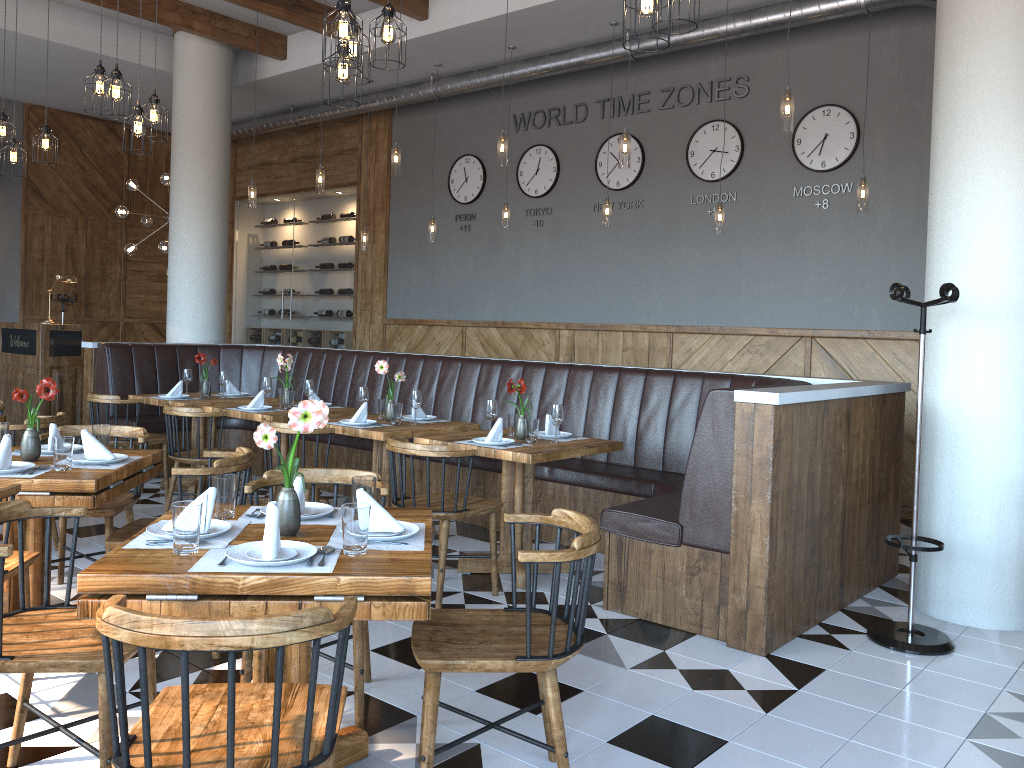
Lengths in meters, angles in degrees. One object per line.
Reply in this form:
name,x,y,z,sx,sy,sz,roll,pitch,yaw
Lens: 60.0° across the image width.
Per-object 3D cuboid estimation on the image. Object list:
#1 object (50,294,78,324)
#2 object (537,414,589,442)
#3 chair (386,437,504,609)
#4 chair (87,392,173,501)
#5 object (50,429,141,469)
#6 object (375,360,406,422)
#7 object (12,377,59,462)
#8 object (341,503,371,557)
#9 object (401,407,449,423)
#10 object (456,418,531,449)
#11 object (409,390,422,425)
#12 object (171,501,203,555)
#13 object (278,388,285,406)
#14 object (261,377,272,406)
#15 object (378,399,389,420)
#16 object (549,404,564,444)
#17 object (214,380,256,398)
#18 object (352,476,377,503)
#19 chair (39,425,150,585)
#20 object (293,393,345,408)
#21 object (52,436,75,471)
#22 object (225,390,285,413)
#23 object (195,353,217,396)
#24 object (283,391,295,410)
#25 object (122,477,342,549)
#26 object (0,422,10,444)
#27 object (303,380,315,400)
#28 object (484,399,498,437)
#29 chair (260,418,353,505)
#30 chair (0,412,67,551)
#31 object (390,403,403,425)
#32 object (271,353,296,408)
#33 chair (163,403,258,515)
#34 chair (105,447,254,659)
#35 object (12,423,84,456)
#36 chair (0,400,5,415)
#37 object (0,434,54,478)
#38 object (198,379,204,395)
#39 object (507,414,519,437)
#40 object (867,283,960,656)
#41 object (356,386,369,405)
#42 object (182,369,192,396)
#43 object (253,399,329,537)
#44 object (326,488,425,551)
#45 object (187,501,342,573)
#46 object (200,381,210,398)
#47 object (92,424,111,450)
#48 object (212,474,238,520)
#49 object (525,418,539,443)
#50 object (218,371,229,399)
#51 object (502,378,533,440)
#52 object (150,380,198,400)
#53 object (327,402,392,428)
object,-5.802,-0.330,11.421,0.374,1.657,0.375,1,1,-28
object,0.243,0.243,5.215,0.352,0.137,0.272,5,4,40
chair,-0.371,0.686,4.560,0.520,0.816,0.550,3,2,40
chair,-2.904,0.474,6.682,0.520,0.816,0.550,3,2,40
object,-1.764,0.264,3.770,0.272,0.137,0.352,2,3,-5
object,-0.797,0.044,5.756,0.146,0.400,0.206,3,2,42
object,-1.992,0.150,3.728,0.171,0.355,0.156,2,1,5
object,-0.423,0.394,2.394,0.080,0.132,0.080,2,2,15
object,-0.617,0.171,5.935,0.352,0.137,0.272,5,4,40
object,-0.101,0.256,4.818,0.352,0.137,0.272,5,4,40
object,-0.616,0.148,5.665,0.081,0.215,0.081,2,1,3
object,-0.862,0.382,2.348,0.080,0.132,0.080,2,2,15
object,-1.697,0.098,6.584,0.080,0.132,0.080,3,2,40
object,-1.805,0.057,6.518,0.081,0.215,0.081,3,2,31
object,-0.853,0.169,5.877,0.080,0.132,0.080,3,2,40
object,0.247,0.221,4.941,0.081,0.215,0.081,2,1,9
object,-2.307,0.029,7.352,0.352,0.137,0.272,5,4,40
object,-0.474,0.366,2.831,0.080,0.132,0.080,2,2,5
chair,-2.102,0.639,4.383,0.519,0.816,0.550,2,2,-5
object,-1.466,0.100,6.647,0.352,0.137,0.272,5,4,40
object,-1.795,0.279,3.544,0.080,0.132,0.080,1,2,-35
object,-1.810,0.112,6.250,0.352,0.137,0.272,5,4,40
object,-2.488,-0.075,7.161,0.171,0.355,0.156,3,2,33
object,-1.598,0.116,6.337,0.080,0.132,0.080,3,2,25
object,-0.784,0.362,2.689,0.577,0.137,0.583,2,3,-5
object,-2.274,0.239,3.931,0.080,0.132,0.080,4,2,45
object,-1.460,0.077,6.372,0.081,0.215,0.081,1,1,-19
object,-0.122,0.198,5.108,0.081,0.215,0.081,1,2,-42
chair,-1.216,0.615,5.267,0.520,0.816,0.550,3,2,40
chair,-2.828,0.578,4.992,0.549,0.816,0.520,2,2,-5
object,-0.734,0.189,5.613,0.080,0.132,0.080,4,2,45
object,-1.656,-0.026,6.440,0.146,0.400,0.207,1,2,-43
chair,-2.060,0.545,5.975,0.520,0.816,0.550,3,2,40
chair,-1.404,0.698,3.798,0.549,0.816,0.520,2,2,-5
object,-2.057,0.240,4.008,0.352,0.137,0.272,2,3,-5
chair,-3.527,0.520,5.577,0.519,0.816,0.550,2,2,-5
object,-2.004,0.273,3.477,0.352,0.137,0.272,2,3,-5
object,-2.542,0.027,7.292,0.080,0.132,0.080,3,2,40
object,0.010,0.242,5.153,0.080,0.132,0.080,3,2,40
object,1.876,0.368,4.100,0.375,1.657,0.375,2,1,17
object,-0.983,0.126,5.829,0.081,0.215,0.081,2,1,3
object,-2.650,-0.014,7.227,0.081,0.215,0.081,3,2,31
object,-0.639,0.243,2.560,0.206,0.400,0.146,1,2,-31
object,-0.392,0.379,2.616,0.272,0.137,0.352,2,3,-5
object,-0.632,0.389,2.323,0.352,0.137,0.272,2,3,-5
object,-2.443,0.046,7.045,0.080,0.132,0.080,3,2,25
object,-1.846,0.251,3.981,0.080,0.132,0.080,4,2,45
object,-0.902,0.355,2.781,0.080,0.132,0.080,2,2,5
object,0.110,0.260,4.906,0.080,0.132,0.080,3,2,25
object,-2.305,0.006,7.080,0.081,0.215,0.081,1,1,-19
object,0.029,0.140,5.001,0.156,0.355,0.171,3,2,43
object,-2.651,0.042,6.955,0.352,0.137,0.272,5,4,40
object,-0.961,0.183,5.538,0.352,0.137,0.272,5,4,40
